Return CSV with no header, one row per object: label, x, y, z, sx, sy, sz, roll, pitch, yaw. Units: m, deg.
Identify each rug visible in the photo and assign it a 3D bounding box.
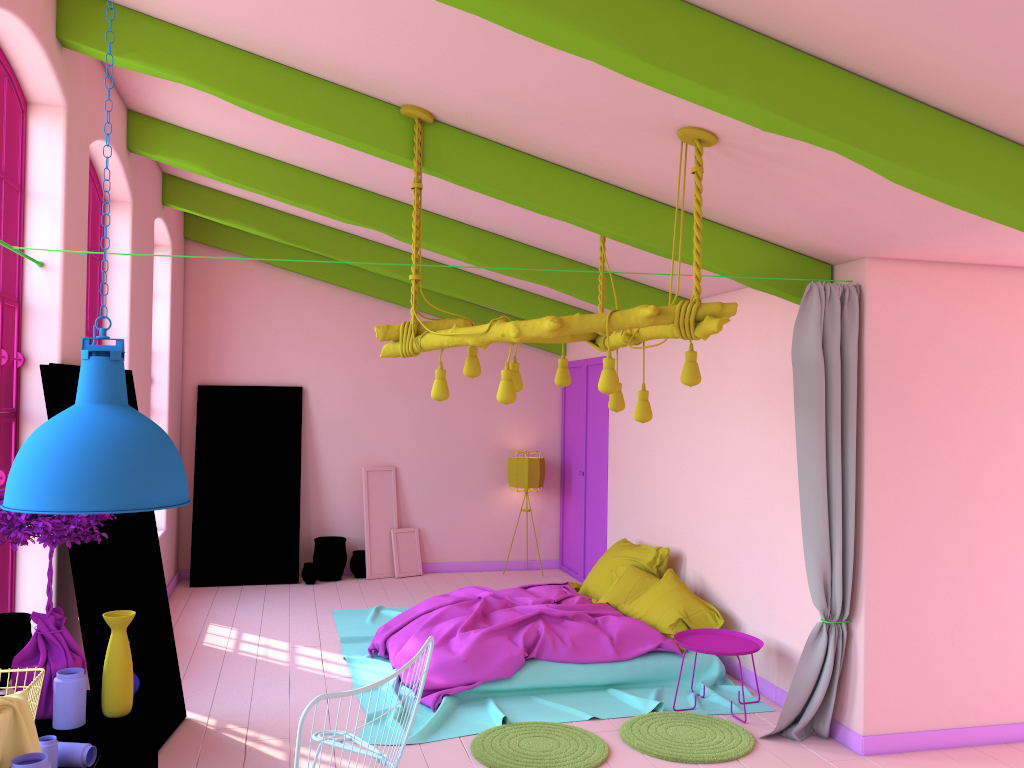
rug,1.068,2.157,5.443,0.792,0.021,0.793,1,-1,13
rug,0.160,2.136,5.216,0.792,0.021,0.792,2,-2,-32

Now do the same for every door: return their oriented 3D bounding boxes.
door,-2.228,1.006,5.056,0.450,2.210,1.153,1,-1,-4
door,0.825,1.007,10.259,0.108,2.590,1.677,1,-1,-14
door,-2.959,1.118,9.943,1.153,2.210,0.450,1,-1,-14

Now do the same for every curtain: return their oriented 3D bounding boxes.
curtain,1.863,0.788,5.434,0.518,2.785,0.525,1,-1,-33

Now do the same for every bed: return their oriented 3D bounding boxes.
bed,0.003,1.946,7.252,2.802,0.514,3.577,1,-1,-14

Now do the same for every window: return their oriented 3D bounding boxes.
window,-2.934,-0.092,5.950,0.214,3.009,1.514,1,-1,-14
window,-2.458,-0.141,4.102,0.072,3.046,1.275,1,-1,-14

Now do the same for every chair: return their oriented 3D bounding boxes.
chair,-0.805,1.458,2.831,0.925,1.238,1.079,1,-1,21

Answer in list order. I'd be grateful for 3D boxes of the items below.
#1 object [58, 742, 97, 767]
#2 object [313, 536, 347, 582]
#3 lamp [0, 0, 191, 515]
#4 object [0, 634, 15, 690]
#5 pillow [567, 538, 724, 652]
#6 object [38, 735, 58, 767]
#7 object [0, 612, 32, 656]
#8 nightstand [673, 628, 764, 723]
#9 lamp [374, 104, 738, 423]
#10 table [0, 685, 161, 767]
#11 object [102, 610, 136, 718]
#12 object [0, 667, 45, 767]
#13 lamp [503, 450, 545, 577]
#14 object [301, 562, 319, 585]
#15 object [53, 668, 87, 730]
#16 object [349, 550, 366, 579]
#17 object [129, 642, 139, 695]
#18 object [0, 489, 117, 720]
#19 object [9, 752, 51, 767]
object,-1.456,1.227,2.933,0.137,0.076,0.076,1,-1,6
object,-2.081,1.998,10.140,0.386,0.471,0.386,0,-1,28
lamp,-1.248,-0.632,2.733,0.529,2.002,0.529,1,-1,18
object,-2.339,1.258,3.993,0.182,0.222,0.182,2,-1,-32
pillow,0.999,1.812,7.767,0.848,0.822,2.617,1,-1,-24
object,-1.498,1.200,2.854,0.065,0.118,0.065,0,-1,35
object,-2.392,1.237,4.196,0.223,0.272,0.223,1,-1,-27
nightstand,1.394,1.959,6.009,0.596,0.458,0.596,0,-1,23
lamp,0.353,-0.928,4.656,1.611,2.264,1.775,2,-1,-32
table,-1.541,1.644,2.606,0.655,0.820,2.193,1,-1,-14
object,-1.502,1.068,3.383,0.116,0.383,0.116,2,-1,-40
object,-1.612,1.071,2.620,0.444,0.369,0.633,1,-1,-14
lamp,0.187,1.537,10.651,0.491,1.466,0.476,1,-1,16
object,-2.244,2.112,9.871,0.199,0.234,0.199,0,-1,43
object,-1.634,1.160,3.278,0.109,0.197,0.109,1,-1,23
object,-1.758,2.095,10.296,0.260,0.306,0.260,1,-1,18
object,-1.570,1.153,3.570,0.132,0.219,0.132,1,-1,3
object,-1.770,0.785,3.375,0.502,0.950,0.441,0,-1,36
object,-1.362,1.155,2.499,0.109,0.197,0.109,1,-1,-22
